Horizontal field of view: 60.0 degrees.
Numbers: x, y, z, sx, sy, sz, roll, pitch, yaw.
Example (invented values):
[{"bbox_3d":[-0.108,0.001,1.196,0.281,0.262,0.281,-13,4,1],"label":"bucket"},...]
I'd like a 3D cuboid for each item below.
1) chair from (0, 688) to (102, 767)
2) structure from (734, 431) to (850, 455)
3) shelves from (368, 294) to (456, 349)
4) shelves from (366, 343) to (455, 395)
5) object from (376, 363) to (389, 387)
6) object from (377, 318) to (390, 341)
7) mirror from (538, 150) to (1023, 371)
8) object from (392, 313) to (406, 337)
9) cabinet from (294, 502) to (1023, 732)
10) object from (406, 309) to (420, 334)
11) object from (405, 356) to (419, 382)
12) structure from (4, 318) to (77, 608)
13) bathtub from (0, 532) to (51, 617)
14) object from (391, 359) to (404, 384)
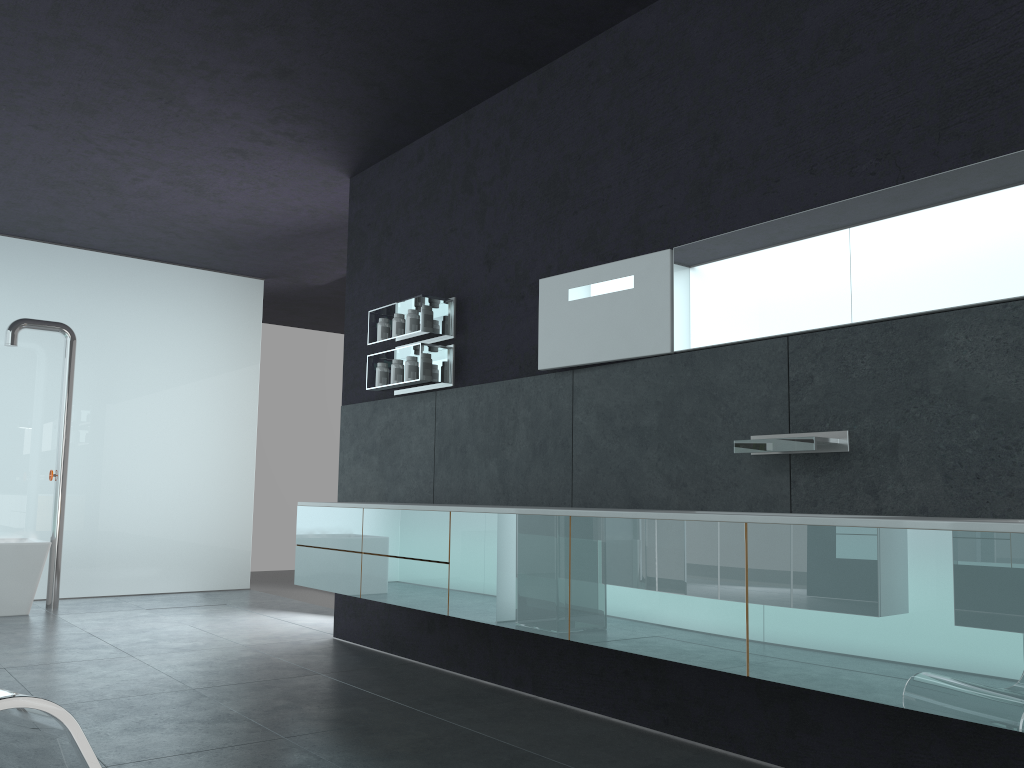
[{"bbox_3d":[-0.614,0.900,1.657,0.629,0.869,1.263,-3,-8,33],"label":"chair"},{"bbox_3d":[1.161,0.248,3.766,0.186,0.087,0.483,6,-9,-37],"label":"structure"},{"bbox_3d":[-0.721,-0.428,6.261,0.265,0.284,0.771,6,-9,-38],"label":"shelves"},{"bbox_3d":[-0.726,-0.103,6.227,0.265,0.284,0.771,6,-9,-38],"label":"shelves"},{"bbox_3d":[-0.937,-0.059,6.414,0.068,0.183,0.096,-5,-9,43],"label":"object"},{"bbox_3d":[-0.932,-0.384,6.449,0.068,0.183,0.096,-5,-9,43],"label":"object"},{"bbox_3d":[1.373,-0.505,3.724,0.109,0.531,3.727,6,-9,-39],"label":"mirror"},{"bbox_3d":[-0.800,-0.403,6.281,0.096,0.183,0.068,4,-7,-29],"label":"object"},{"bbox_3d":[0.538,0.857,4.057,0.735,0.555,5.590,6,-9,-37],"label":"cabinet"},{"bbox_3d":[-0.684,-0.421,6.133,0.096,0.183,0.068,6,-8,-39],"label":"object"},{"bbox_3d":[-0.690,-0.096,6.098,0.096,0.183,0.068,6,-8,-39],"label":"object"},{"bbox_3d":[-4.669,0.791,8.636,0.643,2.865,0.123,6,-8,-38],"label":"structure"},{"bbox_3d":[-5.362,1.658,8.011,1.980,0.856,0.961,6,-9,-38],"label":"bathtub"},{"bbox_3d":[-0.805,-0.078,6.246,0.096,0.183,0.068,4,-7,-29],"label":"object"}]
